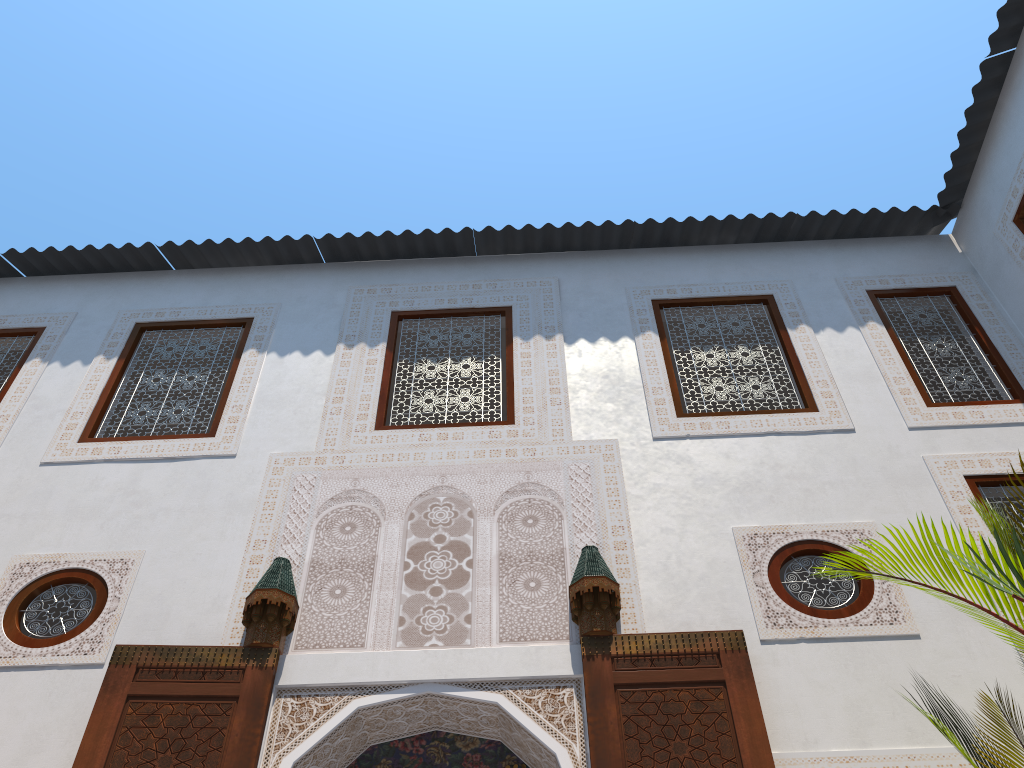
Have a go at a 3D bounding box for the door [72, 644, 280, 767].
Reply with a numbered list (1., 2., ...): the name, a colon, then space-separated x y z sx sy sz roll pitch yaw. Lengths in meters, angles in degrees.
1. door: -1.102 1.732 2.284 0.583 2.322 0.134 1 -48 -2

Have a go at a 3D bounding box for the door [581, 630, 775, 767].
1. door: 0.543 1.679 2.263 0.583 2.322 0.134 -3 -48 1
